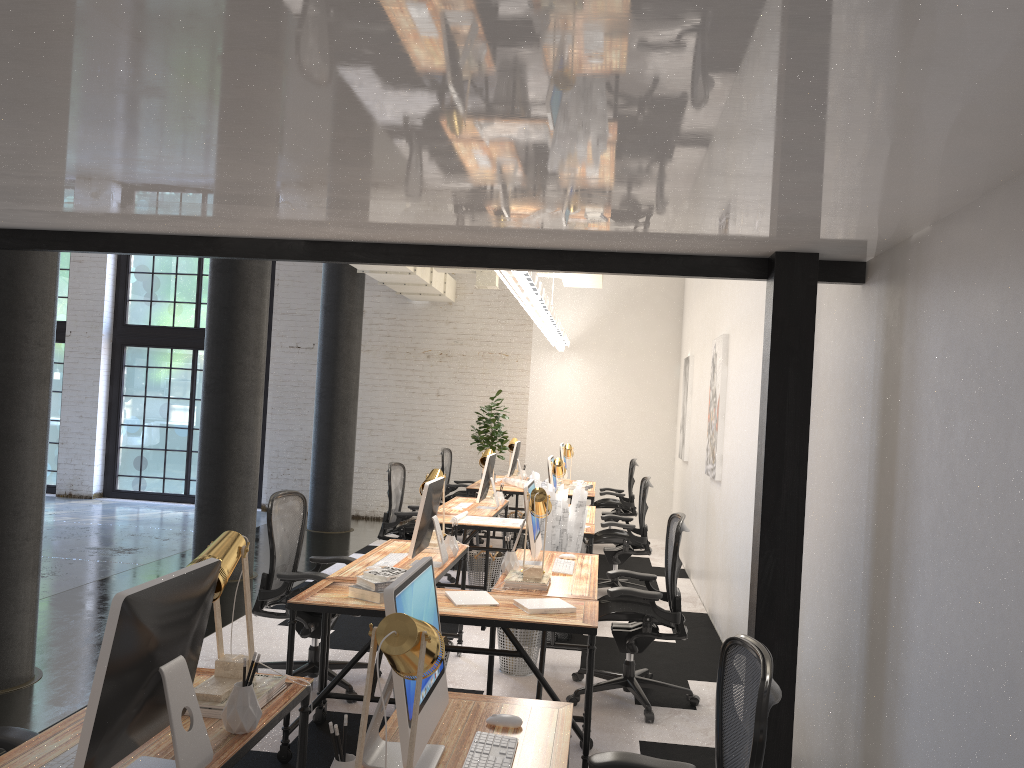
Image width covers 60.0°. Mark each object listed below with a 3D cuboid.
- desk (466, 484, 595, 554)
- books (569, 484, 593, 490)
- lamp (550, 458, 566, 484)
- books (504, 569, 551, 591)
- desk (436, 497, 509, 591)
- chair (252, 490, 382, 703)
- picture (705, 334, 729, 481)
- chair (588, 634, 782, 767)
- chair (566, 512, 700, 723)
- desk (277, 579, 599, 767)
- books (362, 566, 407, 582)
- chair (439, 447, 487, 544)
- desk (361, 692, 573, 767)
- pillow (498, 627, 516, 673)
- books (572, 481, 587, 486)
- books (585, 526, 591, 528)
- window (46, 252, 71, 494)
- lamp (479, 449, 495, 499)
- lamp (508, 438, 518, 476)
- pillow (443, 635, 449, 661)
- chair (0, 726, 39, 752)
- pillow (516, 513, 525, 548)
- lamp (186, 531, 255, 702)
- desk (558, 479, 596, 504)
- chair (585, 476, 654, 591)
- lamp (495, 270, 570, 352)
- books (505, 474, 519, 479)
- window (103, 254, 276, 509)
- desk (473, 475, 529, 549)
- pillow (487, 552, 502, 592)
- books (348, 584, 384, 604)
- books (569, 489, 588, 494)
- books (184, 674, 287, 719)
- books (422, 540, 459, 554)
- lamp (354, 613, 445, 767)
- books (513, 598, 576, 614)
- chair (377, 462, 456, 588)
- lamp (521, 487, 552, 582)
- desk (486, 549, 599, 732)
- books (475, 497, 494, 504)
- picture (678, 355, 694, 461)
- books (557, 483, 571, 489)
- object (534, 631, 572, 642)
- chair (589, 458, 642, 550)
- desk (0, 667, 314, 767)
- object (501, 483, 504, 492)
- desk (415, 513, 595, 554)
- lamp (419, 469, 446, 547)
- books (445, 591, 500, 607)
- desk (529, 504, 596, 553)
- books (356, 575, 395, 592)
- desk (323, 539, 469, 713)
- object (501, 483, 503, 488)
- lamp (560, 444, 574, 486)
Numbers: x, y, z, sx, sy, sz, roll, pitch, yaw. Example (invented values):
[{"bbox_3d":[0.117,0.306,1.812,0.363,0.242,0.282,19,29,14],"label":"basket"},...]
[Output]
[{"bbox_3d":[0.198,1.518,9.690,1.400,0.724,0.529,3,-1,6],"label":"desk"},{"bbox_3d":[0.745,1.113,9.604,0.193,0.044,0.257,3,-2,23],"label":"books"},{"bbox_3d":[0.386,0.864,7.584,0.127,0.470,0.344,3,-1,6],"label":"lamp"},{"bbox_3d":[0.086,1.026,4.648,0.225,0.038,0.309,3,-1,6],"label":"books"},{"bbox_3d":[-0.381,1.465,8.033,0.529,0.724,1.401,3,-1,6],"label":"desk"},{"bbox_3d":[-1.115,1.174,5.103,0.792,1.085,0.770,3,-1,-10],"label":"chair"},{"bbox_3d":[1.731,0.197,7.501,0.049,1.183,0.731,3,-1,6],"label":"picture"},{"bbox_3d":[0.343,1.185,2.184,0.792,1.085,0.770,3,-1,-10],"label":"chair"},{"bbox_3d":[0.707,1.278,5.100,0.792,1.085,0.770,3,-1,-10],"label":"chair"},{"bbox_3d":[-0.308,1.373,4.133,1.400,0.724,0.529,3,-1,6],"label":"desk"},{"bbox_3d":[-0.582,0.893,4.167,0.153,0.030,0.185,2,-2,34],"label":"books"},{"bbox_3d":[-0.609,1.318,10.660,0.792,1.085,0.770,3,-1,-10],"label":"chair"},{"bbox_3d":[-0.158,1.332,2.137,0.529,0.724,1.401,3,-1,6],"label":"desk"},{"bbox_3d":[-0.032,1.583,5.545,0.119,0.406,0.239,3,-1,7],"label":"pillow"},{"bbox_3d":[0.732,1.081,9.607,0.153,0.030,0.185,3,-1,4],"label":"books"},{"bbox_3d":[0.464,1.117,6.997,0.243,0.019,0.205,2,-2,43],"label":"books"},{"bbox_3d":[-7.517,-0.993,13.052,2.490,5.178,0.138,3,-1,6],"label":"window"},{"bbox_3d":[-0.235,0.849,8.401,0.127,0.470,0.344,3,-1,6],"label":"lamp"},{"bbox_3d":[0.016,0.907,11.071,0.126,0.470,0.344,3,-1,6],"label":"lamp"},{"bbox_3d":[-0.414,1.539,4.653,0.119,0.406,0.239,3,-1,7],"label":"pillow"},{"bbox_3d":[-1.479,1.081,2.187,0.792,1.085,0.770,3,-1,-10],"label":"chair"},{"bbox_3d":[0.091,1.684,10.210,0.119,0.406,0.239,3,-1,7],"label":"pillow"},{"bbox_3d":[-0.853,0.670,2.599,0.126,0.470,0.344,3,-1,6],"label":"lamp"},{"bbox_3d":[0.712,1.570,10.610,0.529,0.724,1.401,3,-1,6],"label":"desk"},{"bbox_3d":[0.960,1.364,7.986,0.792,1.085,0.770,3,-1,-10],"label":"chair"},{"bbox_3d":[0.347,-1.919,7.939,0.226,2.863,7.304,3,-1,6],"label":"lamp"},{"bbox_3d":[0.036,1.161,11.116,0.225,0.038,0.309,3,-1,6],"label":"books"},{"bbox_3d":[-4.525,-0.829,12.741,2.490,5.178,0.138,3,-1,6],"label":"window"},{"bbox_3d":[-0.128,1.524,10.704,0.529,0.724,1.401,3,-1,6],"label":"desk"},{"bbox_3d":[-0.161,1.625,7.539,0.119,0.406,0.239,3,-1,7],"label":"pillow"},{"bbox_3d":[-0.602,0.970,4.157,0.200,0.050,0.271,2,-2,33],"label":"books"},{"bbox_3d":[0.718,1.158,9.591,0.200,0.050,0.271,3,-1,3],"label":"books"},{"bbox_3d":[-0.834,0.924,2.644,0.225,0.038,0.309,3,-1,6],"label":"books"},{"bbox_3d":[-0.470,1.016,5.559,0.225,0.038,0.309,3,-1,6],"label":"books"},{"bbox_3d":[-0.231,0.685,1.782,0.127,0.470,0.344,3,-1,6],"label":"lamp"},{"bbox_3d":[0.149,1.024,4.095,0.235,0.024,0.200,4,-1,-21],"label":"books"},{"bbox_3d":[-0.862,1.259,7.989,0.792,1.085,0.770,3,-1,-10],"label":"chair"},{"bbox_3d":[0.133,0.778,4.698,0.127,0.470,0.344,3,-1,6],"label":"lamp"},{"bbox_3d":[0.206,1.425,5.053,0.529,0.724,1.401,3,-1,6],"label":"desk"},{"bbox_3d":[-0.217,1.102,8.446,0.225,0.038,0.309,3,-1,6],"label":"books"},{"bbox_3d":[2.016,0.282,10.271,0.049,1.183,0.731,3,-1,6],"label":"picture"},{"bbox_3d":[0.592,1.170,10.205,0.225,0.038,0.309,3,-1,6],"label":"books"},{"bbox_3d":[0.305,1.640,6.408,0.353,0.398,0.353,4,-1,-39],"label":"object"},{"bbox_3d":[1.213,1.422,10.657,0.792,1.085,0.770,3,-1,-10],"label":"chair"},{"bbox_3d":[-0.998,1.287,2.231,0.529,0.724,1.401,3,-1,6],"label":"desk"},{"bbox_3d":[-0.104,1.019,8.227,0.054,0.207,0.008,3,-1,-7],"label":"object"},{"bbox_3d":[-0.055,1.459,7.019,1.400,0.724,0.529,3,-1,6],"label":"desk"},{"bbox_3d":[-0.489,0.763,5.514,0.126,0.470,0.344,3,-1,6],"label":"lamp"},{"bbox_3d":[-0.190,1.010,4.172,0.205,0.019,0.243,4,-1,-17],"label":"books"},{"bbox_3d":[0.459,1.511,7.939,0.529,0.724,1.401,3,-1,6],"label":"desk"},{"bbox_3d":[-0.572,0.924,4.157,0.257,0.044,0.193,4,-2,-37],"label":"books"},{"bbox_3d":[-0.634,1.380,5.147,0.529,0.724,1.401,3,-1,6],"label":"desk"},{"bbox_3d":[-0.115,1.018,8.232,0.054,0.207,0.008,4,-1,-29],"label":"object"},{"bbox_3d":[0.639,0.923,10.255,0.126,0.470,0.344,3,-1,6],"label":"lamp"}]
